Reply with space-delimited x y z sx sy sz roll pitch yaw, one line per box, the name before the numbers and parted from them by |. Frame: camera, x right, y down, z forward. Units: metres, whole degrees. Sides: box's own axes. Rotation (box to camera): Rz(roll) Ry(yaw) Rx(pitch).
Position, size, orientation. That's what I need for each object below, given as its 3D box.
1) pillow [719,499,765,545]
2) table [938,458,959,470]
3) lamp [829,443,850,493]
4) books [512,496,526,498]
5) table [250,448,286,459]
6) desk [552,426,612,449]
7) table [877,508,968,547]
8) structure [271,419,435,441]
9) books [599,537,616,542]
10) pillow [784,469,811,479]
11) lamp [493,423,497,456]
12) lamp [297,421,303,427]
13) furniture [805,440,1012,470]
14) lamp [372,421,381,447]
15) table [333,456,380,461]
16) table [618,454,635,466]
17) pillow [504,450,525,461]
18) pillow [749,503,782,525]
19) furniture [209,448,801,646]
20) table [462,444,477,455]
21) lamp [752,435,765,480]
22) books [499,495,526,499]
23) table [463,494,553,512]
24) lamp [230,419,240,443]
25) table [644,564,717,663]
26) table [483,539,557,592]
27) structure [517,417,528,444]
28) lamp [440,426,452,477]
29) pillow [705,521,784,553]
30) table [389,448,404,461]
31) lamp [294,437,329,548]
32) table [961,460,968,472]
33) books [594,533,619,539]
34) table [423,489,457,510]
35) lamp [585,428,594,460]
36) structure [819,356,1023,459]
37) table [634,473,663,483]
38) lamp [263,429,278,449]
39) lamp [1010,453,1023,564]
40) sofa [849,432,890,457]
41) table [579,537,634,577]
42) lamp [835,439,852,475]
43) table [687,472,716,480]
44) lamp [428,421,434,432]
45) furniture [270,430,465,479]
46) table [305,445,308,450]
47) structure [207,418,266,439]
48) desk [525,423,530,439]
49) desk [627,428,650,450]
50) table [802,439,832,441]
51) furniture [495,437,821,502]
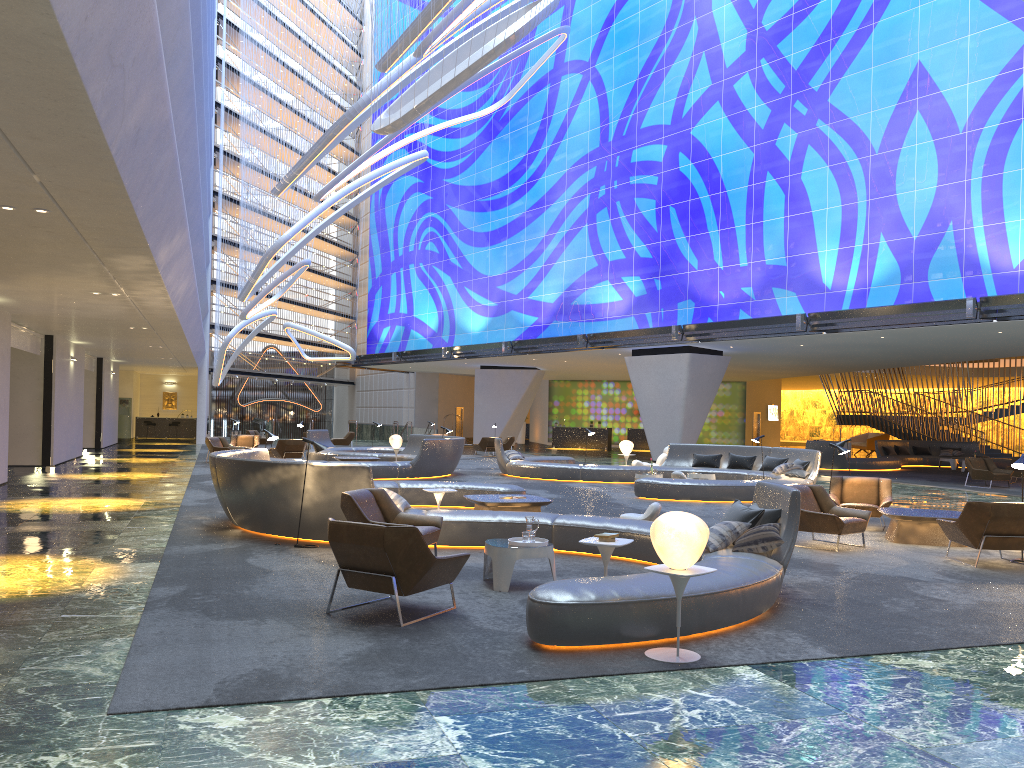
pillow | 2.201 1.342 8.603 0.315 0.386 0.785 1 -2 -3
table | 16.043 2.938 32.573 0.671 0.406 0.674 1 -2 26
lamp | 5.081 1.572 13.873 0.384 1.300 0.202 1 0 34
books | 0.110 1.669 13.062 0.133 0.012 0.189 2 -2 -29
table | -7.620 2.224 27.925 1.203 0.392 1.203 2 -2 -19
desk | 3.621 2.781 45.926 2.976 1.097 0.814 1 -1 20
table | 5.720 1.979 12.276 1.203 0.392 1.204 1 -2 17
structure | -11.944 6.497 59.067 9.307 8.397 19.737 2 -2 -18
books | 0.774 1.259 7.223 0.128 0.030 0.182 1 -2 3
pillow | 6.106 1.932 18.940 0.444 0.207 0.443 0 -2 33
lamp | -0.674 2.168 34.471 0.202 1.300 0.384 1 0 -2
lamp | -6.346 1.759 26.642 0.202 1.300 0.384 1 0 -2
furniture | 13.836 2.570 32.478 9.926 0.969 5.188 1 -2 -2
lamp | -4.646 1.926 30.256 0.384 1.300 0.202 1 0 -1
table | -4.124 2.148 23.479 1.203 0.392 1.203 2 -2 -18
table | 3.142 2.237 24.422 0.418 0.595 0.427 2 -1 -44
pillow | 0.014 1.897 23.728 0.692 0.262 0.877 2 -2 -10
pillow | 2.387 1.375 8.702 0.295 0.368 0.769 1 -2 -6
furniture | -0.841 1.461 10.810 5.187 0.969 9.929 2 -2 -22
table | -1.948 2.633 35.754 1.203 0.392 1.203 2 -2 -18
lamp | 5.672 1.815 20.355 0.384 1.300 0.202 1 0 -25
books | 0.009 1.661 13.070 0.395 0.039 0.301 1 -2 -5
table | -0.071 1.871 13.005 1.203 0.392 1.203 2 -2 -18
lamp | -9.060 1.774 28.858 0.384 1.300 0.202 1 0 -1
table | 1.119 1.545 5.999 0.418 0.595 0.427 2 -1 -44
table | 0.059 1.710 8.432 0.671 0.406 0.673 2 -2 -22
structure | 0.562 2.419 51.064 1.022 2.051 0.772 2 0 -40
lamp | -1.708 1.721 22.547 0.384 1.300 0.202 1 0 -1
pillow | 2.095 1.419 8.261 0.873 0.280 0.685 1 -2 19
table | -3.241 2.104 24.873 0.418 0.595 0.427 2 -1 -19
lamp | -2.355 1.277 10.438 0.384 1.300 0.202 1 0 -19
table | 16.151 2.887 31.060 0.671 0.406 0.673 2 -2 -31
books | 0.771 1.233 7.221 0.133 0.022 0.189 0 -2 32
table | -0.961 1.689 11.666 0.418 0.595 0.427 2 -1 -22
lamp | 2.106 1.879 24.485 0.202 1.300 0.384 1 0 -43
structure | 22.876 0.700 38.704 11.985 6.246 16.492 2 -2 -19
table | 2.915 2.163 19.333 0.671 0.406 0.674 0 -2 34
lamp | -3.911 1.374 14.186 0.384 1.300 0.202 1 0 31
lamp | 6.025 1.474 10.499 0.202 1.300 0.384 1 0 33
sofa | 17.709 3.001 44.004 1.062 1.179 3.419 1 -2 7
table | 0.746 1.571 7.211 0.427 0.595 0.418 1 -1 25
lamp | 6.844 1.768 18.244 0.384 1.300 0.202 1 0 25
table | 4.240 2.220 20.070 0.673 0.406 0.671 1 -2 1
lamp | -3.388 2.184 36.687 0.384 1.300 0.202 1 0 -1
furniture | -3.902 1.917 25.641 5.185 0.969 9.932 1 -2 -2
table | -8.897 2.497 36.469 1.203 0.392 1.203 1 -2 0
structure | -17.901 6.238 56.604 3.017 8.237 19.833 1 -2 -18
desk | 0.705 3.272 61.676 2.976 1.097 0.814 1 -1 20
desk | 7.500 2.866 45.767 2.976 1.097 0.814 1 -1 18
table | 15.930 3.250 46.118 1.242 0.727 2.308 0 -2 29
furniture | 3.206 1.953 22.032 5.187 0.969 9.928 2 -2 -27
